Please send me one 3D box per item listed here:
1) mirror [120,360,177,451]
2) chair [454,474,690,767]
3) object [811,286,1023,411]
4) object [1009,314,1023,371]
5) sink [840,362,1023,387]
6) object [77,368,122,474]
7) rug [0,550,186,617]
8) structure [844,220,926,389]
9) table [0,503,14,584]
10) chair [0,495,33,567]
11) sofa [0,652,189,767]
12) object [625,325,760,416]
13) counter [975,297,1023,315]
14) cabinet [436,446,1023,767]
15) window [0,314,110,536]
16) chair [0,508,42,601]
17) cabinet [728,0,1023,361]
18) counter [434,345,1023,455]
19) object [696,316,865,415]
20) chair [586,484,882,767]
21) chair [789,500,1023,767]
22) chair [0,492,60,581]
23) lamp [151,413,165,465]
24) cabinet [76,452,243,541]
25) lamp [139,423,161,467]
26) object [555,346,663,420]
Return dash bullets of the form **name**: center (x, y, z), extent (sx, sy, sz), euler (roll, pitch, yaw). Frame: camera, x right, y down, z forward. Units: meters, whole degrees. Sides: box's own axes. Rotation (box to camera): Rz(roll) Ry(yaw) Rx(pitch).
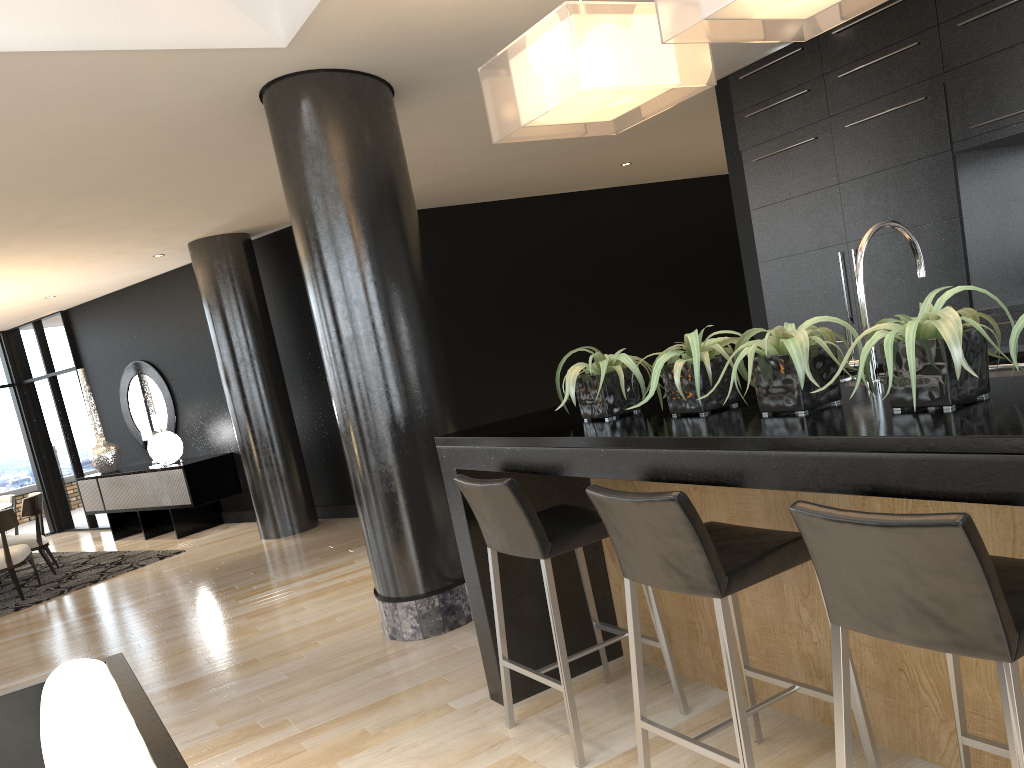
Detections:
- **mirror**: center (-4.139, 0.269, 10.031), extent (1.081, 1.090, 0.025), euler (-7, 9, 38)
- **chair**: center (0.186, 0.730, 3.060), extent (0.513, 0.975, 0.475), euler (-15, 8, -29)
- **object**: center (0.882, -0.073, 1.822), extent (0.397, 0.242, 0.403), euler (-12, 5, -5)
- **object**: center (1.127, -0.094, 1.517), extent (0.406, 0.219, 0.394), euler (-12, 4, -5)
- **sink**: center (1.186, 0.068, 2.462), extent (0.456, 0.161, 0.923), euler (-14, 4, -30)
- **object**: center (-4.764, 0.421, 10.097), extent (0.338, 1.223, 0.344), euler (-19, 11, -43)
- **rug**: center (-5.362, 2.040, 8.474), extent (3.742, 0.011, 2.676), euler (-9, 4, 38)
- **structure**: center (1.248, 0.032, 2.448), extent (0.648, 1.029, 2.779), euler (-15, 5, -30)
- **table**: center (-5.396, 1.661, 8.368), extent (2.117, 0.778, 1.191), euler (-8, 6, 40)
- **chair**: center (-5.349, 1.597, 9.018), extent (0.646, 0.815, 0.606), euler (-9, 7, 24)
- **sofa**: center (-0.858, 1.114, 1.425), extent (0.829, 0.812, 2.033), euler (-15, 5, -30)
- **object**: center (0.494, -0.034, 2.533), extent (0.406, 0.242, 0.394), euler (-12, 5, -5)
- **counter**: center (3.465, -0.519, 3.607), extent (0.723, 0.034, 2.863), euler (-13, 4, -30)
- **cabinet**: center (1.092, 0.544, 2.373), extent (1.167, 1.048, 3.117), euler (-15, 5, -30)
- **window**: center (-4.825, -0.226, 2.959), extent (9.986, 4.838, 15.955), euler (-15, 5, -43)
- **chair**: center (-4.500, 1.506, 7.573), extent (0.637, 0.815, 0.614), euler (-14, 7, -23)
- **cabinet**: center (3.355, -0.962, 3.528), extent (0.720, 2.551, 5.732), euler (-16, 6, -30)
- **counter**: center (0.987, 0.019, 2.295), extent (1.167, 0.032, 3.117), euler (-13, 4, -30)
- **object**: center (0.693, -0.042, 2.148), extent (0.397, 0.219, 0.403), euler (-12, 4, -5)
- **chair**: center (0.582, 0.688, 2.380), extent (0.513, 0.975, 0.475), euler (-15, 8, -29)
- **chair**: center (0.934, 0.651, 1.776), extent (0.513, 0.975, 0.475), euler (-15, 8, -29)
- **chair**: center (-4.746, 1.504, 8.496), extent (0.611, 0.815, 0.641), euler (-14, 7, -24)
- **lamp**: center (-3.794, 0.593, 9.570), extent (0.125, 0.556, 0.130), euler (-11, 8, 0)
- **cabinet**: center (-3.918, 1.283, 9.808), extent (2.249, 0.775, 0.601), euler (-9, 7, 38)
- **lamp**: center (-3.958, 0.666, 9.638), extent (0.131, 0.471, 0.124), euler (-16, 9, -29)
- **object**: center (0.308, -0.017, 2.900), extent (0.397, 0.242, 0.403), euler (-12, 5, -5)
